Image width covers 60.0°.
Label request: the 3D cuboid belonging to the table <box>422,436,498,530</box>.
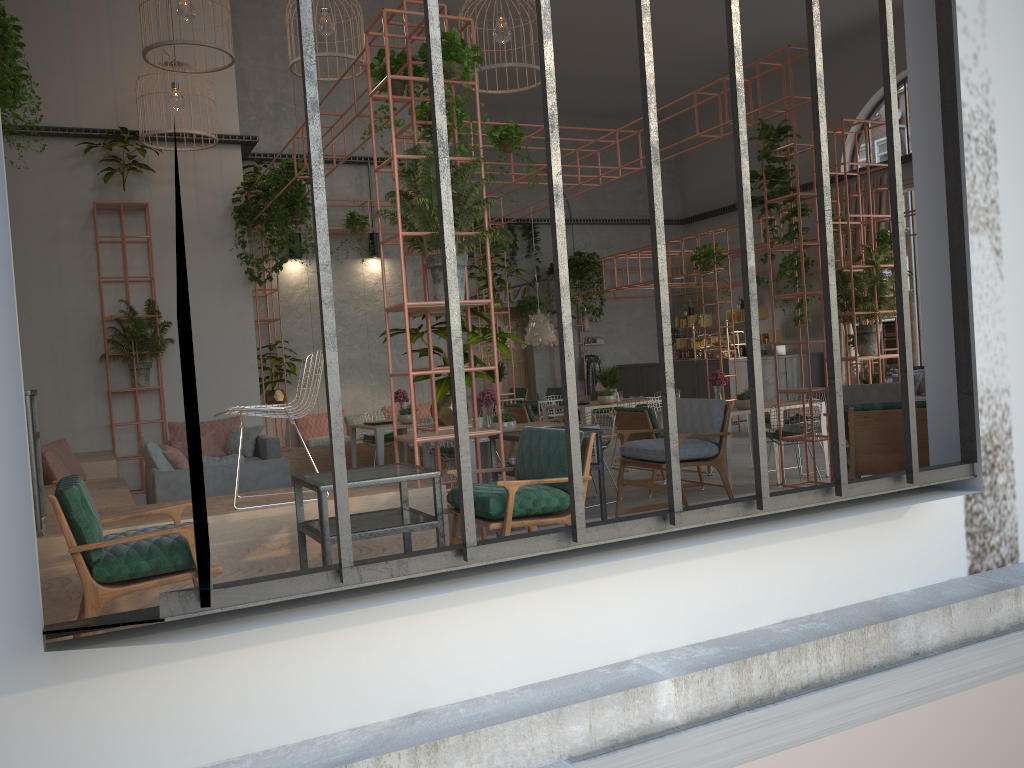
[{"bbox_3d":[-0.323,0.889,8.602,0.694,0.830,1.205,-5,2,-26],"label":"table"}]

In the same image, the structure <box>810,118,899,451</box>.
[{"bbox_3d":[3.451,-0.757,8.797,0.624,3.602,0.424,-5,2,-26],"label":"structure"}]

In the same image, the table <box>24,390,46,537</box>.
[{"bbox_3d":[-2.948,0.453,4.883,0.635,0.798,0.602,-5,2,-26],"label":"table"}]

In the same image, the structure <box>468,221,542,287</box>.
[{"bbox_3d":[-0.206,-2.918,20.089,1.939,1.514,0.856,-5,2,-31],"label":"structure"}]

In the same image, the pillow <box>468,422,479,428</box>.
[{"bbox_3d":[-0.790,0.671,13.595,0.637,0.149,0.491,-5,2,-25],"label":"pillow"}]

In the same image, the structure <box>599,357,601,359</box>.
[{"bbox_3d":[2.103,-0.627,21.272,0.066,0.044,0.019,-5,2,-26],"label":"structure"}]

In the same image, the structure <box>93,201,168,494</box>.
[{"bbox_3d":[-4.753,-0.446,11.105,0.624,3.596,0.424,-5,2,-26],"label":"structure"}]

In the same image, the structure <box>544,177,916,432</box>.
[{"bbox_3d":[5.607,-1.092,14.977,4.157,4.247,14.689,-5,2,-26],"label":"structure"}]

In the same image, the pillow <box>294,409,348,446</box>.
[{"bbox_3d":[-2.776,0.636,13.111,0.839,0.474,0.276,-5,2,-35],"label":"pillow"}]

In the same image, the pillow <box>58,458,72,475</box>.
[{"bbox_3d":[-4.290,0.844,8.408,0.289,0.385,0.666,-5,2,-30],"label":"pillow"}]

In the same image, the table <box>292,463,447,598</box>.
[{"bbox_3d":[-0.727,0.855,4.561,0.635,0.798,0.602,-5,2,-26],"label":"table"}]

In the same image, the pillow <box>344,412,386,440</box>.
[{"bbox_3d":[-2.186,0.636,13.371,0.666,0.385,0.289,-5,2,-30],"label":"pillow"}]

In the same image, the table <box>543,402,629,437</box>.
[{"bbox_3d":[1.031,0.697,12.287,0.694,0.830,1.205,-5,2,-26],"label":"table"}]

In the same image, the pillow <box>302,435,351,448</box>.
[{"bbox_3d":[-2.647,0.825,12.703,0.637,0.149,0.491,-5,2,-25],"label":"pillow"}]

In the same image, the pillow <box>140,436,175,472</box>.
[{"bbox_3d":[-2.895,0.677,7.312,0.276,0.474,0.839,-5,2,-25],"label":"pillow"}]

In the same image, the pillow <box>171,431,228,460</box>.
[{"bbox_3d":[-3.536,0.717,10.040,0.479,0.317,0.441,-5,2,-44],"label":"pillow"}]

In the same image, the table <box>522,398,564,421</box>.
[{"bbox_3d":[0.616,0.675,15.489,0.635,0.798,0.602,-5,2,-26],"label":"table"}]

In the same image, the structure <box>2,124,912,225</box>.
[{"bbox_3d":[0.802,-3.559,12.376,15.603,0.110,15.203,-5,2,-26],"label":"structure"}]

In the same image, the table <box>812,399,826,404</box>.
[{"bbox_3d":[5.659,0.497,15.287,0.520,0.455,0.916,-5,2,-26],"label":"table"}]

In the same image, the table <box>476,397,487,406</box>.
[{"bbox_3d":[-0.902,0.697,18.653,0.635,0.798,0.602,-5,2,-26],"label":"table"}]

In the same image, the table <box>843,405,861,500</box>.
[{"bbox_3d":[2.788,0.558,6.501,0.602,0.798,0.635,-4,2,14],"label":"table"}]

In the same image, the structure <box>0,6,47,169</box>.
[{"bbox_3d":[-4.286,-2.549,7.352,0.670,1.290,1.434,-5,2,-26],"label":"structure"}]

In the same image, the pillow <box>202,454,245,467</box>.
[{"bbox_3d":[-2.376,0.724,7.283,0.499,0.324,0.307,-4,2,10],"label":"pillow"}]

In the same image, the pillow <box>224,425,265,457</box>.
[{"bbox_3d":[-3.108,0.664,10.185,0.495,0.349,0.308,-3,2,24],"label":"pillow"}]

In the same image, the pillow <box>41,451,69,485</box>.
[{"bbox_3d":[-4.022,0.795,7.791,0.276,0.474,0.839,-5,2,-35],"label":"pillow"}]

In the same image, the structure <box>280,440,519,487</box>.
[{"bbox_3d":[-2.622,1.045,15.587,4.386,0.500,5.831,-5,2,-26],"label":"structure"}]

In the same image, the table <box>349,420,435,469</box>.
[{"bbox_3d":[-1.506,0.907,11.068,0.694,0.830,1.205,-5,2,-26],"label":"table"}]

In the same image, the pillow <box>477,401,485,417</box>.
[{"bbox_3d":[-0.645,0.444,14.789,0.276,0.474,0.839,-5,2,-35],"label":"pillow"}]

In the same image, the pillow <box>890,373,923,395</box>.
[{"bbox_3d":[6.913,0.008,15.656,0.289,0.385,0.666,-5,2,-25],"label":"pillow"}]

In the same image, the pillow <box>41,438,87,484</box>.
[{"bbox_3d":[-4.576,0.803,8.946,0.276,0.474,0.839,-4,2,-5],"label":"pillow"}]

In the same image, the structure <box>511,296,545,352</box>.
[{"bbox_3d":[0.351,-1.496,20.571,0.950,1.527,0.921,-5,2,-27],"label":"structure"}]

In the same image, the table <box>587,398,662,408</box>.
[{"bbox_3d":[1.656,0.645,12.591,0.694,0.830,1.214,-5,2,-26],"label":"table"}]

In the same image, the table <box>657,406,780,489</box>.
[{"bbox_3d":[2.252,0.690,9.785,0.694,0.830,1.205,-5,2,-26],"label":"table"}]

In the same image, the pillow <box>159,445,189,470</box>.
[{"bbox_3d":[-2.752,0.698,7.366,0.289,0.385,0.666,-5,2,-25],"label":"pillow"}]

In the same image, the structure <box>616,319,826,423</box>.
[{"bbox_3d":[4.513,-0.331,19.665,2.579,2.022,4.057,-5,2,-26],"label":"structure"}]

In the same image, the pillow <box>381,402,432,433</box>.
[{"bbox_3d":[-1.606,0.541,13.625,0.839,0.474,0.276,-4,2,-5],"label":"pillow"}]

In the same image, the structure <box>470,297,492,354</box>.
[{"bbox_3d":[-0.819,-1.418,19.962,0.921,1.527,0.950,-4,2,8],"label":"structure"}]

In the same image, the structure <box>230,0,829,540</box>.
[{"bbox_3d":[-1.906,-1.076,13.139,4.501,4.345,14.096,-5,2,-27],"label":"structure"}]

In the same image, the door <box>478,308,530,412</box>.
[{"bbox_3d":[-0.366,-0.395,20.910,1.360,2.729,0.551,-5,2,-26],"label":"door"}]

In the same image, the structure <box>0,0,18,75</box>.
[{"bbox_3d":[-3.843,-2.712,6.293,0.587,0.972,0.605,-5,2,-27],"label":"structure"}]

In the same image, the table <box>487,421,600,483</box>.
[{"bbox_3d":[0.299,0.838,8.905,0.694,0.830,1.214,-5,2,-26],"label":"table"}]

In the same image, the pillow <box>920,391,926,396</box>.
[{"bbox_3d":[7.146,0.047,14.879,0.441,0.317,0.479,-5,2,-44],"label":"pillow"}]

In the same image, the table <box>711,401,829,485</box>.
[{"bbox_3d":[2.877,0.638,10.089,0.694,0.830,1.214,-5,2,-26],"label":"table"}]

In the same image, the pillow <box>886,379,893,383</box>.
[{"bbox_3d":[6.544,0.081,15.740,0.500,0.324,0.307,-4,2,10],"label":"pillow"}]

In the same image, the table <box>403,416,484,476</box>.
[{"bbox_3d":[-0.882,0.855,11.372,0.694,0.830,1.214,-5,2,-26],"label":"table"}]

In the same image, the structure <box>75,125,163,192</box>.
[{"bbox_3d":[-4.793,-2.790,10.946,0.934,0.803,0.903,-3,2,36],"label":"structure"}]

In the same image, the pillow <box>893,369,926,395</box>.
[{"bbox_3d":[7.052,-0.035,15.707,0.276,0.474,0.839,-5,2,-25],"label":"pillow"}]

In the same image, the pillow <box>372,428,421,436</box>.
[{"bbox_3d":[-1.704,0.747,13.156,0.637,0.149,0.491,-5,2,-25],"label":"pillow"}]

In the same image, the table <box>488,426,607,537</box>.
[{"bbox_3d":[0.258,0.739,6.343,0.635,0.798,0.602,-5,2,-26],"label":"table"}]

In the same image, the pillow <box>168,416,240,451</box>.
[{"bbox_3d":[-3.550,0.645,10.331,0.836,0.476,0.273,-5,2,-25],"label":"pillow"}]

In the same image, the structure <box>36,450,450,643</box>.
[{"bbox_3d":[-3.032,0.791,7.211,3.396,1.111,9.152,-5,2,-26],"label":"structure"}]

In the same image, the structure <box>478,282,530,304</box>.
[{"bbox_3d":[-0.199,-2.082,20.205,1.312,0.505,0.063,-5,2,-26],"label":"structure"}]

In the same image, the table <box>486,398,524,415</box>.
[{"bbox_3d":[-0.143,0.686,17.071,0.635,0.798,0.602,-5,2,-26],"label":"table"}]

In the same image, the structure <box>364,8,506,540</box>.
[{"bbox_3d":[-0.377,-0.609,5.810,0.748,3.623,0.722,-5,2,-26],"label":"structure"}]
